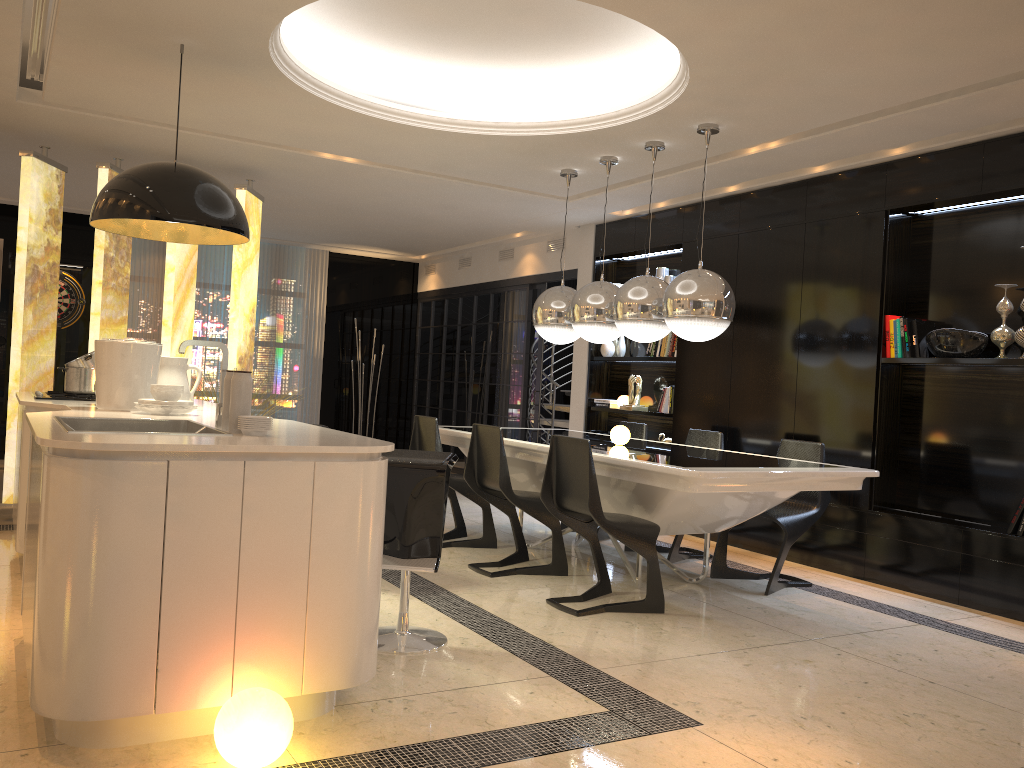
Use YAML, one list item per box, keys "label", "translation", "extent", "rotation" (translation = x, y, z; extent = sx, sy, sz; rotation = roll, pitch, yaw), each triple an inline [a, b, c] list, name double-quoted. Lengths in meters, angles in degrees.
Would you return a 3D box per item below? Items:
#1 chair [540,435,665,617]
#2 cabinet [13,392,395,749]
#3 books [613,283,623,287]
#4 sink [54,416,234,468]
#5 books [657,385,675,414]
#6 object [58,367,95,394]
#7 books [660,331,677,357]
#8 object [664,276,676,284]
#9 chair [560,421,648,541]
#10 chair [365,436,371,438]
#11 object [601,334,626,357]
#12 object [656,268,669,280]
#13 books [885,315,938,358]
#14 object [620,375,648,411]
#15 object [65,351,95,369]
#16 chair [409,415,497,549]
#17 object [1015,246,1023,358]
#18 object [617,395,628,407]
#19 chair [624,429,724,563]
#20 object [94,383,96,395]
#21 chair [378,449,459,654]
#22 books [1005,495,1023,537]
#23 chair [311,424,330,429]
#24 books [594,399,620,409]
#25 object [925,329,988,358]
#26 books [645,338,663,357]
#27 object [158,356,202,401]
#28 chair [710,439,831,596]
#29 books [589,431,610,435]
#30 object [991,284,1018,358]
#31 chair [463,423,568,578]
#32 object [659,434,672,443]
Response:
- label: "chair"
  translation: [0.461, 0.701, 4.507]
  extent: [0.496, 0.858, 0.523]
  rotation: [3, 0, -30]
- label: "cabinet"
  translation: [-1.725, 0.565, 4.159]
  extent: [1.046, 0.887, 3.752]
  rotation: [3, 0, -30]
- label: "books"
  translation: [0.952, -0.808, 8.107]
  extent: [0.259, 0.188, 0.302]
  rotation: [3, 0, -23]
- label: "sink"
  translation: [-1.299, 0.217, 3.069]
  extent: [0.485, 0.152, 0.738]
  rotation: [3, 0, -30]
- label: "books"
  translation: [1.351, 0.129, 7.364]
  extent: [0.182, 0.232, 0.284]
  rotation: [3, 0, -27]
- label: "object"
  translation: [-2.420, -0.017, 5.067]
  extent: [0.266, 0.147, 0.253]
  rotation: [3, 0, 13]
- label: "books"
  translation: [1.385, -0.346, 7.356]
  extent: [0.212, 0.261, 0.252]
  rotation: [3, 0, -30]
- label: "object"
  translation: [1.337, -0.802, 7.531]
  extent: [0.104, 0.224, 0.104]
  rotation: [3, 0, -28]
- label: "chair"
  translation: [0.714, 0.714, 6.711]
  extent: [0.496, 0.858, 0.523]
  rotation: [3, 0, -30]
- label: "chair"
  translation: [-0.978, 0.654, 4.585]
  extent: [0.380, 0.789, 0.380]
  rotation: [3, 0, 43]
- label: "object"
  translation: [0.920, -0.438, 8.087]
  extent: [0.210, 0.395, 0.180]
  rotation: [3, 0, -27]
- label: "object"
  translation: [1.289, -0.844, 7.632]
  extent: [0.111, 0.301, 0.111]
  rotation: [3, 0, -34]
- label: "books"
  translation: [2.461, -0.287, 5.472]
  extent: [0.210, 0.270, 0.236]
  rotation: [3, 0, -30]
- label: "object"
  translation: [1.073, 0.076, 7.756]
  extent: [0.177, 0.311, 0.177]
  rotation: [3, 0, -30]
- label: "object"
  translation: [-2.420, -0.103, 5.061]
  extent: [0.249, 0.212, 0.256]
  rotation: [3, 0, 5]
- label: "chair"
  translation: [-0.399, 0.652, 5.991]
  extent: [0.496, 0.858, 0.523]
  rotation: [3, 0, -30]
- label: "object"
  translation: [2.820, -0.440, 4.833]
  extent: [0.121, 0.612, 0.121]
  rotation: [3, 0, -35]
- label: "object"
  translation: [1.001, 0.162, 7.911]
  extent: [0.125, 0.125, 0.125]
  rotation: [3, 0, 9]
- label: "chair"
  translation: [1.118, 0.737, 6.013]
  extent: [0.496, 0.858, 0.523]
  rotation: [3, 0, -30]
- label: "object"
  translation: [-1.933, 0.022, 4.347]
  extent: [0.211, 0.174, 0.211]
  rotation: [3, 0, 17]
- label: "chair"
  translation: [-0.441, 0.685, 3.737]
  extent: [0.380, 0.789, 0.380]
  rotation: [3, 0, 3]
- label: "books"
  translation: [2.844, 0.673, 4.695]
  extent: [0.222, 0.296, 0.345]
  rotation: [3, 0, -30]
- label: "chair"
  translation: [-1.362, 0.633, 5.325]
  extent: [0.380, 0.789, 0.380]
  rotation: [3, 0, 28]
- label: "books"
  translation: [0.908, 0.182, 8.104]
  extent: [0.209, 0.073, 0.266]
  rotation: [3, 0, -27]
- label: "object"
  translation: [2.600, -0.229, 5.195]
  extent: [0.193, 0.177, 0.375]
  rotation: [3, 0, -29]
- label: "books"
  translation: [1.280, -0.349, 7.536]
  extent: [0.207, 0.256, 0.245]
  rotation: [3, 0, -31]
- label: "object"
  translation: [-1.655, -0.003, 4.327]
  extent: [0.183, 0.254, 0.211]
  rotation: [3, 0, 22]
- label: "chair"
  translation: [1.544, 0.761, 5.279]
  extent: [0.496, 0.858, 0.523]
  rotation: [3, 0, -30]
- label: "books"
  translation: [0.849, 0.573, 8.161]
  extent: [0.210, 0.270, 0.236]
  rotation: [3, 0, -30]
- label: "object"
  translation: [2.762, -0.346, 4.978]
  extent: [0.121, 0.416, 0.121]
  rotation: [3, 0, -35]
- label: "chair"
  translation: [0.027, 0.676, 5.256]
  extent: [0.496, 0.858, 0.523]
  rotation: [3, 0, -30]
- label: "object"
  translation: [1.296, 0.576, 7.453]
  extent: [0.092, 0.310, 0.193]
  rotation: [3, 0, -6]
